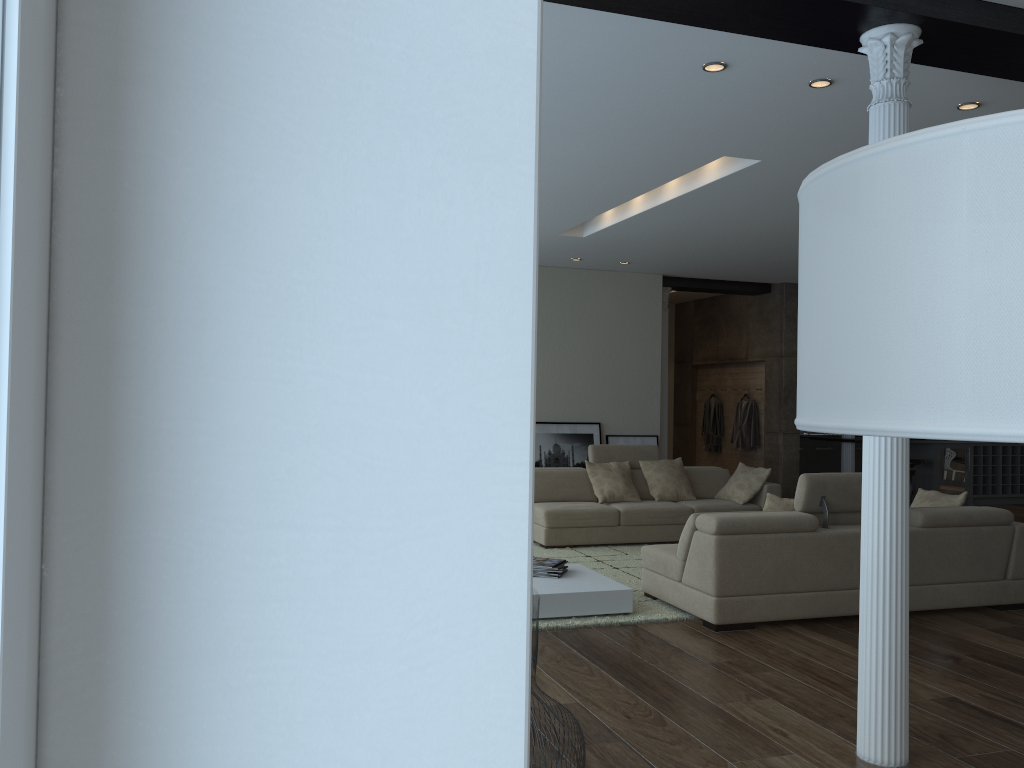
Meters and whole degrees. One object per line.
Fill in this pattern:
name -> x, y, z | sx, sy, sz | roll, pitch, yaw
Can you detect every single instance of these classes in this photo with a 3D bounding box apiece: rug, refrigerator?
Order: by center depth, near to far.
rug -> 1.463, 1.547, 7.378 | 4.231, 0.020, 2.972 | 1, -1, -18
refrigerator -> 6.228, 1.225, 12.548 | 0.578, 0.774, 0.075 | 1, -1, -14

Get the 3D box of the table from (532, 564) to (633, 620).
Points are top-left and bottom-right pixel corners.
table -> 0.213, 1.405, 6.016 | 0.900, 0.170, 0.900 | 1, -1, -18

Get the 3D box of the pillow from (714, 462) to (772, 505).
pillow -> 2.404, 1.023, 9.178 | 0.395, 0.393, 0.518 | 1, -1, -22

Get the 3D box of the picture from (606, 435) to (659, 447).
picture -> 1.495, 1.122, 10.812 | 0.700, 0.988, 0.195 | 1, -1, -18

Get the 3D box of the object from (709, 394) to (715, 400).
object -> 3.022, 0.190, 13.348 | 0.010, 0.219, 0.430 | 1, -1, -18

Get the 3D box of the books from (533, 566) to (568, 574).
books -> 0.227, 1.290, 6.210 | 0.220, 0.010, 0.300 | 0, -1, 32

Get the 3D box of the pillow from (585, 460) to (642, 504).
pillow -> 1.018, 0.982, 8.958 | 0.519, 0.416, 0.368 | 1, -1, -23

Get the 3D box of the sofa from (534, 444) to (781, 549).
sofa -> 1.368, 1.110, 9.071 | 2.581, 0.950, 1.021 | 1, -1, -18

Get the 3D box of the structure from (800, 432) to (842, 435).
structure -> 5.246, 0.851, 14.902 | 0.900, 0.066, 0.520 | 1, -1, -18

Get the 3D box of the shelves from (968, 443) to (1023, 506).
shelves -> 7.176, 1.315, 13.316 | 1.700, 0.897, 0.900 | 1, -1, -18

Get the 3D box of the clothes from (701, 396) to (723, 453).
clothes -> 2.996, 0.603, 13.342 | 0.141, 0.855, 0.569 | 1, -1, -18

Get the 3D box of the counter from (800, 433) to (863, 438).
counter -> 4.658, 0.947, 14.751 | 3.597, 0.223, 0.807 | 1, -1, -18

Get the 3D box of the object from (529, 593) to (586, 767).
object -> 0.030, 1.064, 3.076 | 0.458, 0.781, 0.458 | 1, -1, -19

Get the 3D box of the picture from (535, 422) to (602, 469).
picture -> 0.532, 1.024, 10.481 | 1.183, 1.140, 0.225 | 1, -1, -18

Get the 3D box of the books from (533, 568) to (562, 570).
books -> 0.227, 1.270, 6.210 | 0.220, 0.010, 0.300 | 1, -1, -3

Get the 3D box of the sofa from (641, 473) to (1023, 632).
sofa -> 2.293, 1.078, 6.273 | 2.581, 0.950, 1.021 | 1, -1, -18

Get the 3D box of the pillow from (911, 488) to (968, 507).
pillow -> 3.188, 0.996, 6.806 | 0.395, 0.393, 0.518 | 1, -1, -15

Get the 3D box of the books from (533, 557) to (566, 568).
books -> 0.227, 1.251, 6.210 | 0.220, 0.010, 0.300 | 1, -1, 22

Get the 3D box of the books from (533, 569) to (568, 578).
books -> 0.250, 1.319, 6.202 | 0.220, 0.010, 0.300 | 1, -1, 17

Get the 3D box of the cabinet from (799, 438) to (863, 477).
cabinet -> 6.483, 0.290, 15.351 | 7.409, 2.980, 0.827 | 1, -1, -18

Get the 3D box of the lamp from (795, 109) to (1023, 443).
lamp -> 0.756, 0.568, 1.242 | 0.698, 1.728, 0.698 | 1, -1, 5

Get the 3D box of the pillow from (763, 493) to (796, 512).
pillow -> 1.944, 0.950, 6.158 | 0.519, 0.416, 0.368 | 1, -1, -14

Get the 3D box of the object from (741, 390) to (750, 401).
object -> 3.293, 0.180, 12.487 | 0.010, 0.219, 0.430 | 1, -1, -18

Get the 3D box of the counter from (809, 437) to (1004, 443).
counter -> 6.235, 0.824, 13.010 | 3.700, 0.040, 1.000 | 1, -1, -18

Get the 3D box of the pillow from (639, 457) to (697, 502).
pillow -> 1.608, 0.986, 9.166 | 0.534, 0.439, 0.301 | 1, -1, -22

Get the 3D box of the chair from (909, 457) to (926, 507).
chair -> 5.781, 1.438, 8.843 | 16.134, 0.952, 21.556 | 1, -1, -18

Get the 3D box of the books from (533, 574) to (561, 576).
books -> 0.226, 1.309, 6.209 | 0.220, 0.010, 0.300 | 1, -1, 2

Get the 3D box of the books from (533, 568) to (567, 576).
books -> 0.251, 1.300, 6.202 | 0.220, 0.010, 0.300 | 1, -1, 17

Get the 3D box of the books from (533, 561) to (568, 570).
books -> 0.251, 1.261, 6.203 | 0.220, 0.010, 0.300 | 1, -1, 17

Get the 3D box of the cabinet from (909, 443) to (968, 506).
cabinet -> 6.064, 1.288, 12.949 | 0.642, 0.897, 0.900 | 1, -1, -18

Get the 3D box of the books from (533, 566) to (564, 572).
books -> 0.251, 1.280, 6.202 | 0.220, 0.010, 0.300 | 1, -1, 7

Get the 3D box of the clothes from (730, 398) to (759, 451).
clothes -> 3.269, 0.567, 12.486 | 0.173, 0.735, 0.700 | 1, -1, -20
